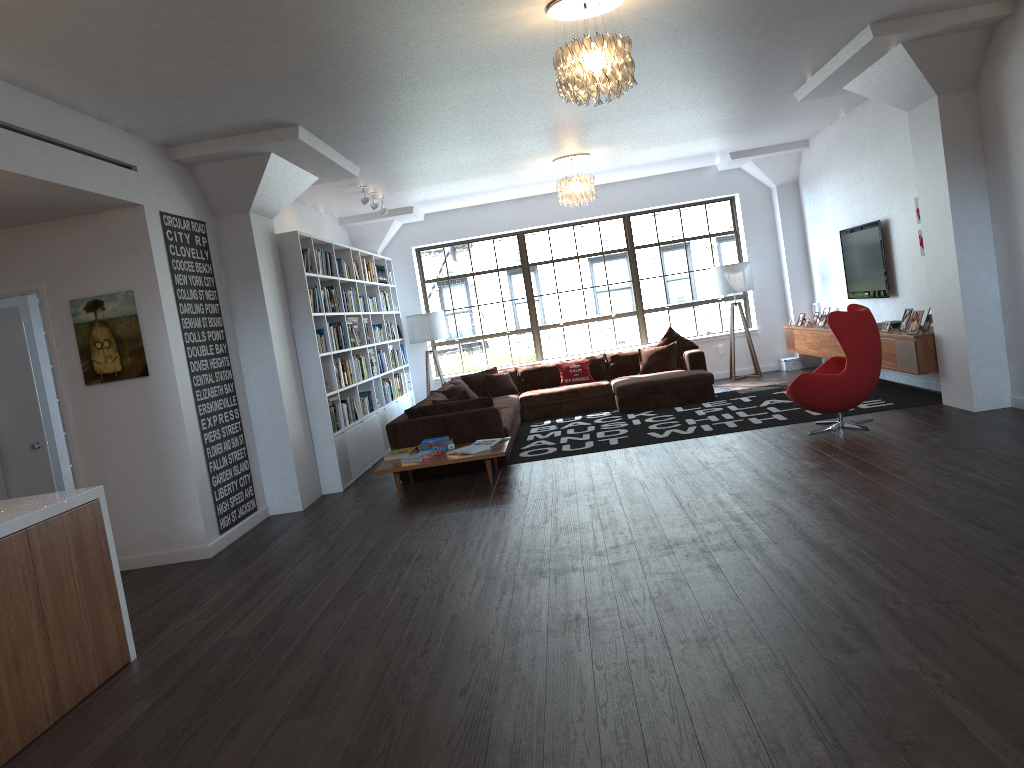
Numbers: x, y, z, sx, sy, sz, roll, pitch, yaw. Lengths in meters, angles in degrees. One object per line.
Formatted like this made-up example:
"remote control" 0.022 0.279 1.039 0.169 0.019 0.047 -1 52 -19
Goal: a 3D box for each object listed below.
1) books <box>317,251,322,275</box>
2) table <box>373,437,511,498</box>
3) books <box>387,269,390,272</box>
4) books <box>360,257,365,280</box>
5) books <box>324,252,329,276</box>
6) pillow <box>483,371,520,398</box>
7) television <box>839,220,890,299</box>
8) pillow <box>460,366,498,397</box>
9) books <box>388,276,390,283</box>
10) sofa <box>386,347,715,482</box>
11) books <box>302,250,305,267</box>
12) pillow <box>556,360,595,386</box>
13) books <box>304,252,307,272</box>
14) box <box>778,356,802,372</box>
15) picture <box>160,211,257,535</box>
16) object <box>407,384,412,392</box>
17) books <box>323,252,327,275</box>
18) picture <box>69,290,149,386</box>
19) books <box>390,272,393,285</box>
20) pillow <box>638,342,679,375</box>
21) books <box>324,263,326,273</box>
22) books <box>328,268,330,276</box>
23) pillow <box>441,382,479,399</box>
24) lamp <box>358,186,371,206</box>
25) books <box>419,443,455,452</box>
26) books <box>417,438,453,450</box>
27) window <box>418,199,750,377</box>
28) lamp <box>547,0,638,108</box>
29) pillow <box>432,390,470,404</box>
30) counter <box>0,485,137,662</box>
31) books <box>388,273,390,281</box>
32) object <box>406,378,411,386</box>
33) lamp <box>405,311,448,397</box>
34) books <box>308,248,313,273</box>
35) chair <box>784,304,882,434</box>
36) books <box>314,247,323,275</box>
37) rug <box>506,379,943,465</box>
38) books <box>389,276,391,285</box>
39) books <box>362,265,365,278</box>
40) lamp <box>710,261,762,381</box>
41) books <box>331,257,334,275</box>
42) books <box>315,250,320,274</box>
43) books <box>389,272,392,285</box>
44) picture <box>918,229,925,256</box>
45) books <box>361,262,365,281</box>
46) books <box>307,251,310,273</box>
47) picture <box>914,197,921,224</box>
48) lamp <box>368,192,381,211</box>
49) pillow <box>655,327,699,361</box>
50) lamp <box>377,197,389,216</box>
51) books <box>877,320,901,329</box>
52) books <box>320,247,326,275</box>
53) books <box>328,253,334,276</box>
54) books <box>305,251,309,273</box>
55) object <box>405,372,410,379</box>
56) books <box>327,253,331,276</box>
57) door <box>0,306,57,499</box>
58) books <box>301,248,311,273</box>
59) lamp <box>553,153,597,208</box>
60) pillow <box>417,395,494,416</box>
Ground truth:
"books" -1.966 -1.169 8.690 0.174 0.242 0.105 -9 4 4
"table" -0.558 0.733 7.701 1.100 0.271 0.853 -9 4 4
"books" -1.762 -1.485 12.446 0.140 0.231 0.042 -9 4 4
"books" -1.857 -1.364 10.633 0.140 0.298 0.044 -9 4 4
"books" -1.946 -1.196 8.942 0.182 0.253 0.098 -9 4 4
"pillow" -0.168 0.005 11.640 0.489 0.337 0.238 -11 5 -27
"television" 3.911 -1.357 9.880 0.013 0.816 1.324 -9 4 3
"pillow" -0.354 0.008 11.747 0.580 0.418 0.334 -11 5 -23
"books" -1.769 -1.446 12.266 0.134 0.184 0.030 -9 4 4
"sofa" 0.675 0.151 10.136 3.481 0.664 4.197 -9 4 4
"books" -1.992 -1.109 8.133 0.182 0.215 0.188 -9 4 4
"pillow" 0.838 -0.144 11.717 0.465 0.308 0.220 -9 4 0
"books" -1.995 -1.113 8.224 0.167 0.210 0.162 -9 4 4
"box" 3.896 -0.283 12.433 0.228 0.165 0.368 -9 4 4
"picture" -2.300 -0.097 6.816 0.021 2.380 0.800 -9 4 4
"object" -1.578 0.087 12.383 0.331 0.088 0.410 -9 4 4
"books" -1.950 -1.191 8.909 0.159 0.248 0.089 -9 4 4
"picture" -2.803 -0.319 6.170 0.450 0.600 0.030 -9 4 4
"books" -1.756 -1.462 12.408 0.139 0.191 0.036 -9 4 4
"pillow" 1.894 -0.333 11.525 0.542 0.362 0.248 -7 5 25
"books" -1.954 -1.174 8.879 0.161 0.222 0.083 -9 4 4
"books" -1.955 -1.200 8.989 0.182 0.255 0.077 -9 4 4
"pillow" -0.557 0.179 10.146 0.325 0.391 0.625 -7 5 20
"lamp" -1.605 -2.050 9.657 0.111 0.211 0.120 -6 5 38
"books" -0.677 0.574 7.974 0.312 0.037 0.216 -10 4 -6
"books" -0.687 0.539 7.976 0.279 0.035 0.191 -8 4 14
"window" 1.042 -1.393 13.046 4.648 1.905 0.114 -9 4 4
"lamp" 0.443 -1.838 4.914 0.442 0.539 0.441 -13 6 -44
"pillow" -0.529 0.262 8.716 0.269 0.411 0.559 -13 6 -40
"counter" -1.638 1.169 0.345 3.039 0.860 8.182 -11 5 -26
"books" -1.760 -1.446 12.292 0.128 0.178 0.021 -9 4 4
"object" -1.592 0.000 12.377 0.331 0.088 0.410 -9 4 4
"lamp" -1.122 -0.221 12.647 0.545 1.579 0.545 -10 4 -7
"books" -1.986 -1.150 8.395 0.170 0.251 0.118 -9 4 4
"chair" 2.699 -0.139 7.462 0.801 1.006 0.798 -7 5 29
"books" -1.971 -1.199 8.776 0.176 0.293 0.125 -9 4 4
"rug" 2.037 0.312 9.566 4.200 0.007 3.100 -9 4 5
"books" -1.757 -1.448 12.313 0.128 0.178 0.022 -9 4 4
"books" -1.853 -1.323 10.682 0.144 0.207 0.048 -9 4 4
"lamp" 3.126 -0.866 12.264 0.545 1.579 0.545 -8 4 15
"books" -1.946 -1.207 9.201 0.167 0.233 0.077 -9 4 4
"books" -1.972 -1.168 8.637 0.170 0.251 0.118 -9 4 4
"books" -1.761 -1.461 12.367 0.136 0.196 0.045 -9 4 4
"picture" 3.868 -1.324 8.272 0.030 0.250 0.250 -9 4 4
"books" -1.873 -1.333 10.585 0.189 0.247 0.057 -9 4 4
"books" -1.980 -1.130 8.322 0.161 0.222 0.084 -9 4 4
"picture" 3.820 -1.626 8.248 0.030 0.250 0.250 -9 4 4
"lamp" -1.578 -2.093 10.161 0.120 0.211 0.111 -12 5 -37
"pillow" 2.093 -0.459 11.669 0.651 0.587 0.335 -10 5 -17
"lamp" -1.550 -2.137 10.677 0.120 0.211 0.111 -11 5 -22
"books" 3.905 -0.609 9.166 0.250 0.053 0.400 -9 4 4
"books" -1.971 -1.203 8.838 0.197 0.290 0.136 -9 4 4
"books" -1.942 -1.213 9.130 0.182 0.255 0.077 -9 4 4
"books" -1.984 -1.125 8.288 0.161 0.218 0.101 -9 4 4
"object" -1.613 -0.085 12.371 0.316 0.088 0.410 -9 4 4
"books" -1.945 -1.199 9.029 0.174 0.243 0.085 -9 4 4
"door" -4.151 0.442 7.138 0.826 2.032 0.174 -9 4 4
"books" -1.989 -1.144 8.352 0.159 0.248 0.089 -9 4 4
"lamp" 0.708 -2.266 9.950 0.442 0.539 0.441 -13 6 -44
"pillow" -0.499 0.320 8.452 0.750 0.364 0.289 -9 4 3
